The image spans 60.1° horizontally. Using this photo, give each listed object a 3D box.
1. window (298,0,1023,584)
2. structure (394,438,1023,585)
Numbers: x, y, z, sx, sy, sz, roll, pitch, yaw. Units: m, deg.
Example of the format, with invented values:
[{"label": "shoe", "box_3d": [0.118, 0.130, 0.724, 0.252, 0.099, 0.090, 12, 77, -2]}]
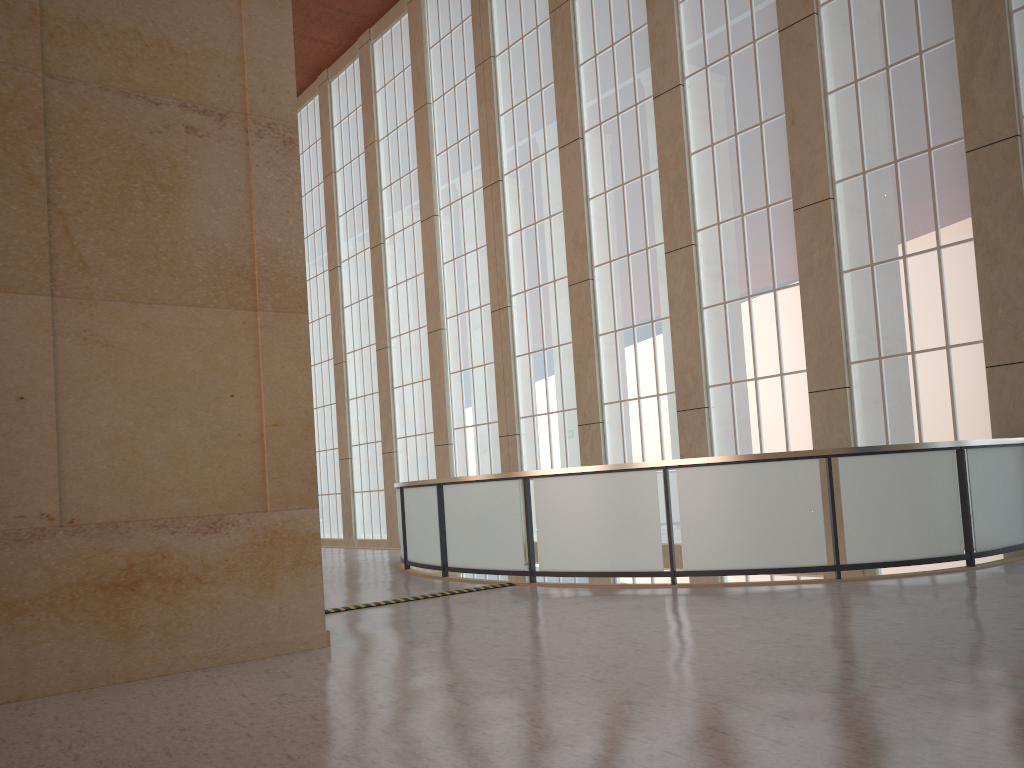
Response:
[{"label": "window", "box_3d": [-34.966, 8.894, 70.431, 0.010, 28.545, 165.720, -2, -6, -37]}, {"label": "structure", "box_3d": [1.636, 2.423, 16.020, 13.133, 1.788, 5.248, -10, -9, 42]}]
